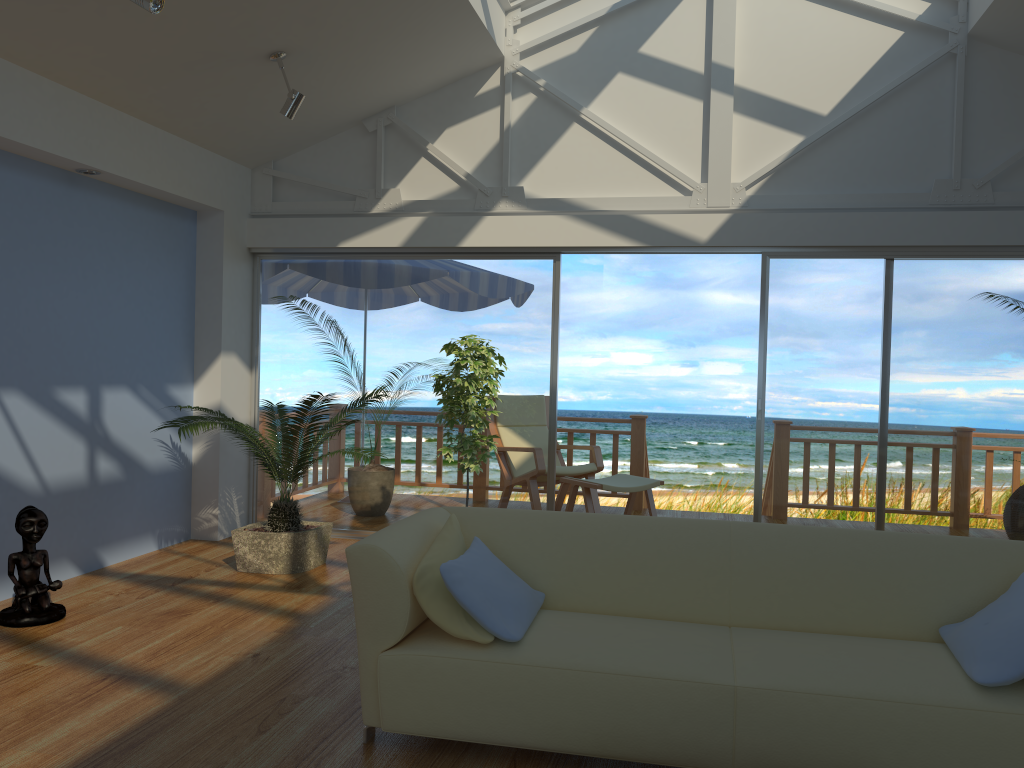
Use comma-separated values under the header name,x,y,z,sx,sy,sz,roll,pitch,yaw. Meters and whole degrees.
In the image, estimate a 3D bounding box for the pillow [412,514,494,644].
name,x,y,z,sx,sy,sz,roll,pitch,yaw
pillow,-0.145,0.645,3.022,0.275,0.312,0.571,2,1,9

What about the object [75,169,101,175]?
name,x,y,z,sx,sy,sz,roll,pitch,yaw
object,-2.261,-1.149,4.732,0.122,0.050,0.122,1,1,-5

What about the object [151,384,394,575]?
name,x,y,z,sx,sy,sz,roll,pitch,yaw
object,-1.416,0.531,5.273,1.413,1.093,1.488,1,1,-5

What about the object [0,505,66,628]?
name,x,y,z,sx,sy,sz,roll,pitch,yaw
object,-2.207,0.823,4.083,0.291,0.517,0.292,0,2,-42

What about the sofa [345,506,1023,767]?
name,x,y,z,sx,sy,sz,roll,pitch,yaw
sofa,0.736,0.823,2.976,2.448,0.597,0.950,2,1,12

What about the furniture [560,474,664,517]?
name,x,y,z,sx,sy,sz,roll,pitch,yaw
furniture,0.720,0.897,6.438,0.619,0.427,0.449,1,1,-33

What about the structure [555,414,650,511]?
name,x,y,z,sx,sy,sz,roll,pitch,yaw
structure,1.695,1.170,7.736,6.950,2.064,4.086,2,1,12

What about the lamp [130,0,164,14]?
name,x,y,z,sx,sy,sz,roll,pitch,yaw
lamp,-1.490,-1.615,3.470,0.254,0.327,0.118,1,1,-5

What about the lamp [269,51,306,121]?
name,x,y,z,sx,sy,sz,roll,pitch,yaw
lamp,-1.224,-1.623,4.840,0.194,0.353,0.125,1,1,-5

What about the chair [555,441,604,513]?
name,x,y,z,sx,sy,sz,roll,pitch,yaw
chair,0.240,0.593,7.188,0.632,0.982,0.859,1,1,-33

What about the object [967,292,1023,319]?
name,x,y,z,sx,sy,sz,roll,pitch,yaw
object,3.266,0.375,4.256,1.706,1.695,1.563,2,1,3

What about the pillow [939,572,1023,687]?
name,x,y,z,sx,sy,sz,roll,pitch,yaw
pillow,1.479,0.732,2.677,0.272,0.244,0.566,2,1,15

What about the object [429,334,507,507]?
name,x,y,z,sx,sy,sz,roll,pitch,yaw
object,-0.245,0.403,5.330,0.495,1.409,0.699,1,1,-15

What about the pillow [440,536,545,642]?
name,x,y,z,sx,sy,sz,roll,pitch,yaw
pillow,-0.050,0.685,3.011,0.272,0.244,0.566,2,1,10
